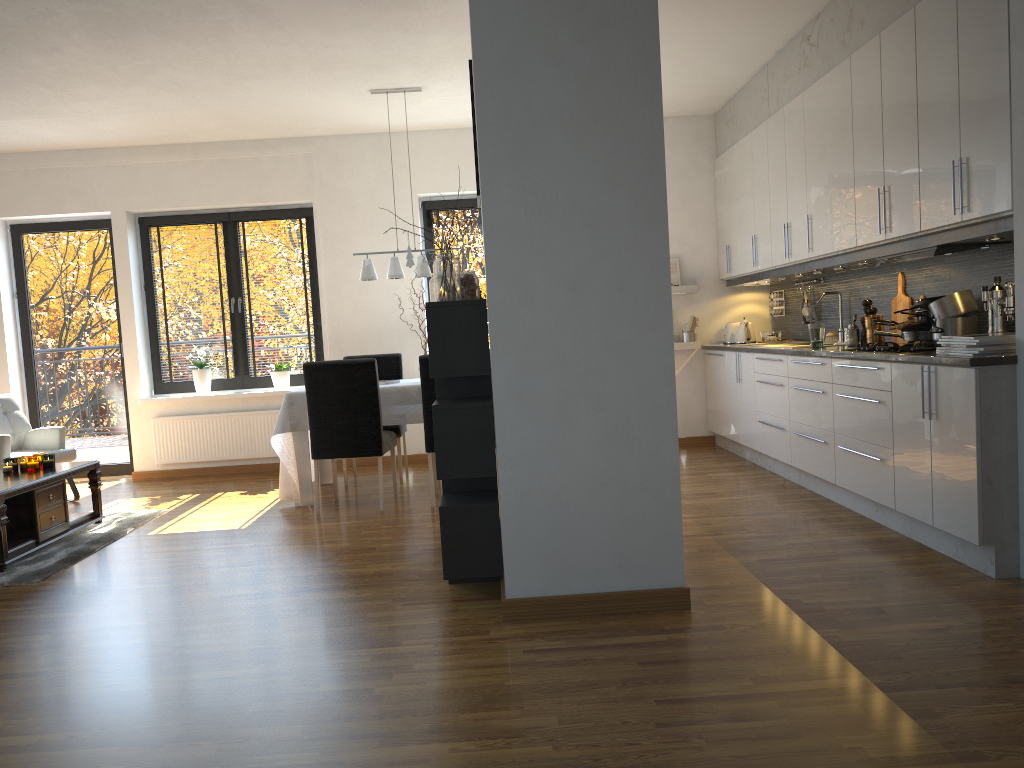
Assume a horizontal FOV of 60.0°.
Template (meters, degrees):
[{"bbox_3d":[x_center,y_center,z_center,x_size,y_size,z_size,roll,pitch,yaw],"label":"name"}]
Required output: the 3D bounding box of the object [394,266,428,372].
[{"bbox_3d":[-0.619,-0.412,6.255,0.403,0.785,0.615,-5,4,-27],"label":"object"}]

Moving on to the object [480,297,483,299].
[{"bbox_3d":[-0.135,-0.358,3.747,0.029,0.030,0.025,-4,4,-6],"label":"object"}]

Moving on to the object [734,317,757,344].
[{"bbox_3d":[1.901,-0.428,7.258,0.178,0.236,0.204,-1,5,35],"label":"object"}]

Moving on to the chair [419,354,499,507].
[{"bbox_3d":[-0.332,0.271,5.809,0.461,0.961,0.544,-4,4,-1],"label":"chair"}]

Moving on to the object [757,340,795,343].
[{"bbox_3d":[2.105,-0.338,7.088,0.213,0.012,0.335,-3,3,0],"label":"object"}]

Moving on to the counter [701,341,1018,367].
[{"bbox_3d":[1.995,-0.139,5.496,0.622,0.192,4.246,-4,3,-1],"label":"counter"}]

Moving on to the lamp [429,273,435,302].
[{"bbox_3d":[-0.297,-0.400,3.728,0.098,0.131,0.106,-3,4,11],"label":"lamp"}]

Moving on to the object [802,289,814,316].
[{"bbox_3d":[2.203,-0.600,6.538,0.072,0.204,0.188,-4,4,-14],"label":"object"}]

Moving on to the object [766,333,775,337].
[{"bbox_3d":[2.068,-0.375,7.097,0.065,0.064,0.065,-4,4,-1],"label":"object"}]

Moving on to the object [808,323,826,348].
[{"bbox_3d":[1.865,-0.296,5.421,0.102,0.146,0.102,-4,4,-1],"label":"object"}]

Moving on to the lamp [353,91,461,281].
[{"bbox_3d":[-0.765,-1.389,6.206,0.760,1.286,0.131,-4,4,-1],"label":"lamp"}]

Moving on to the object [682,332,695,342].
[{"bbox_3d":[1.500,-0.374,7.515,0.103,0.124,0.103,-4,4,-4],"label":"object"}]

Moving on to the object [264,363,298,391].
[{"bbox_3d":[-1.965,-0.066,7.565,0.267,0.237,0.283,-5,4,-20],"label":"object"}]

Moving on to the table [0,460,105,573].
[{"bbox_3d":[-2.853,0.732,5.027,0.570,0.409,1.178,-4,3,-1],"label":"table"}]

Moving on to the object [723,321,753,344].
[{"bbox_3d":[1.904,-0.425,7.464,0.253,0.192,0.175,-4,4,-1],"label":"object"}]

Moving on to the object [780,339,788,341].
[{"bbox_3d":[2.162,-0.352,7.013,0.024,0.017,0.248,-1,4,33],"label":"object"}]

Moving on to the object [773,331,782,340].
[{"bbox_3d":[2.134,-0.386,7.129,0.071,0.076,0.071,-4,4,-1],"label":"object"}]

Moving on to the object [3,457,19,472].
[{"bbox_3d":[-2.972,0.480,5.264,0.079,0.081,0.079,-4,4,-6],"label":"object"}]

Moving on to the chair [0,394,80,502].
[{"bbox_3d":[-3.644,0.495,6.479,0.685,0.833,0.544,-2,4,24],"label":"chair"}]

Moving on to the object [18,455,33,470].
[{"bbox_3d":[-2.917,0.473,5.319,0.079,0.081,0.079,-4,4,-6],"label":"object"}]

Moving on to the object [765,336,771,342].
[{"bbox_3d":[2.033,-0.358,7.038,0.046,0.045,0.045,-3,4,1],"label":"object"}]

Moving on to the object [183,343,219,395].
[{"bbox_3d":[-2.619,-0.126,7.490,0.286,0.444,0.340,-4,4,-13],"label":"object"}]

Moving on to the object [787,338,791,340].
[{"bbox_3d":[2.183,-0.357,7.004,0.021,0.026,0.173,-3,3,8],"label":"object"}]

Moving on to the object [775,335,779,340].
[{"bbox_3d":[2.092,-0.365,7.035,0.044,0.050,0.043,0,5,41],"label":"object"}]

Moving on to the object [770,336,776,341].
[{"bbox_3d":[2.058,-0.357,6.994,0.044,0.043,0.043,-4,4,-4],"label":"object"}]

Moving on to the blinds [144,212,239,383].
[{"bbox_3d":[-2.732,-0.737,7.620,0.710,1.424,0.049,-4,4,-1],"label":"blinds"}]

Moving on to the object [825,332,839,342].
[{"bbox_3d":[2.202,-0.322,6.110,0.099,0.065,0.097,-4,4,-10],"label":"object"}]

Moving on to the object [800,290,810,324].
[{"bbox_3d":[2.202,-0.581,6.669,0.060,0.257,0.060,-2,4,20],"label":"object"}]

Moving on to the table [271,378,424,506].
[{"bbox_3d":[-0.679,0.361,6.336,1.856,0.763,1.234,-3,3,-1],"label":"table"}]

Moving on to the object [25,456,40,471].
[{"bbox_3d":[-2.846,0.472,5.266,0.079,0.081,0.079,-4,4,-6],"label":"object"}]

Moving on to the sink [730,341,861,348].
[{"bbox_3d":[1.954,-0.195,6.205,0.475,0.169,1.420,-4,3,-1],"label":"sink"}]

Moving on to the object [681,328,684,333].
[{"bbox_3d":[1.467,-0.399,7.521,0.089,0.159,0.007,-7,5,-41],"label":"object"}]

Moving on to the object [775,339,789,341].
[{"bbox_3d":[2.149,-0.350,7.034,0.024,0.015,0.248,0,5,43],"label":"object"}]

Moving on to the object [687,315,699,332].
[{"bbox_3d":[1.523,-0.448,7.479,0.119,0.267,0.059,-4,4,-10],"label":"object"}]

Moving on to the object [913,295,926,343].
[{"bbox_3d":[2.278,-0.356,4.944,0.043,0.274,0.146,-4,4,-1],"label":"object"}]

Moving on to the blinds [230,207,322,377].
[{"bbox_3d":[-2.011,-0.782,7.637,0.710,1.424,0.049,-4,4,-1],"label":"blinds"}]

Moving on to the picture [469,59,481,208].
[{"bbox_3d":[-0.162,-1.079,3.884,0.014,0.560,0.365,-4,4,-1],"label":"picture"}]

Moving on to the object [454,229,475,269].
[{"bbox_3d":[-0.263,-0.568,4.399,0.163,0.384,0.154,-2,4,15],"label":"object"}]

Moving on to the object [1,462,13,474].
[{"bbox_3d":[-2.952,0.493,5.190,0.060,0.061,0.059,-3,4,4],"label":"object"}]

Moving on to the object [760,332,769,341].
[{"bbox_3d":[2.045,-0.383,7.165,0.071,0.076,0.071,-4,4,-9],"label":"object"}]

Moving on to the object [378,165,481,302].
[{"bbox_3d":[-0.321,-0.587,3.585,0.426,0.522,0.298,-4,4,-5],"label":"object"}]

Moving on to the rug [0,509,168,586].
[{"bbox_3d":[-2.829,0.932,5.129,1.052,0.034,1.811,-4,3,-2],"label":"rug"}]

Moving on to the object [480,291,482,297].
[{"bbox_3d":[-0.187,-0.421,4.074,0.097,0.106,0.090,-2,4,20],"label":"object"}]

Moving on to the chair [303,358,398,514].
[{"bbox_3d":[-1.034,0.314,5.793,0.461,0.961,0.544,-3,4,4],"label":"chair"}]

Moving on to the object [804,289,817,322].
[{"bbox_3d":[2.191,-0.578,6.518,0.074,0.243,0.093,-6,5,-28],"label":"object"}]

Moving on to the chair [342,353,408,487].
[{"bbox_3d":[-1.061,0.259,6.775,0.461,0.961,0.544,-4,4,-1],"label":"chair"}]

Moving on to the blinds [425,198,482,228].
[{"bbox_3d":[-0.383,-1.478,7.633,0.710,0.230,0.049,-4,4,-1],"label":"blinds"}]
